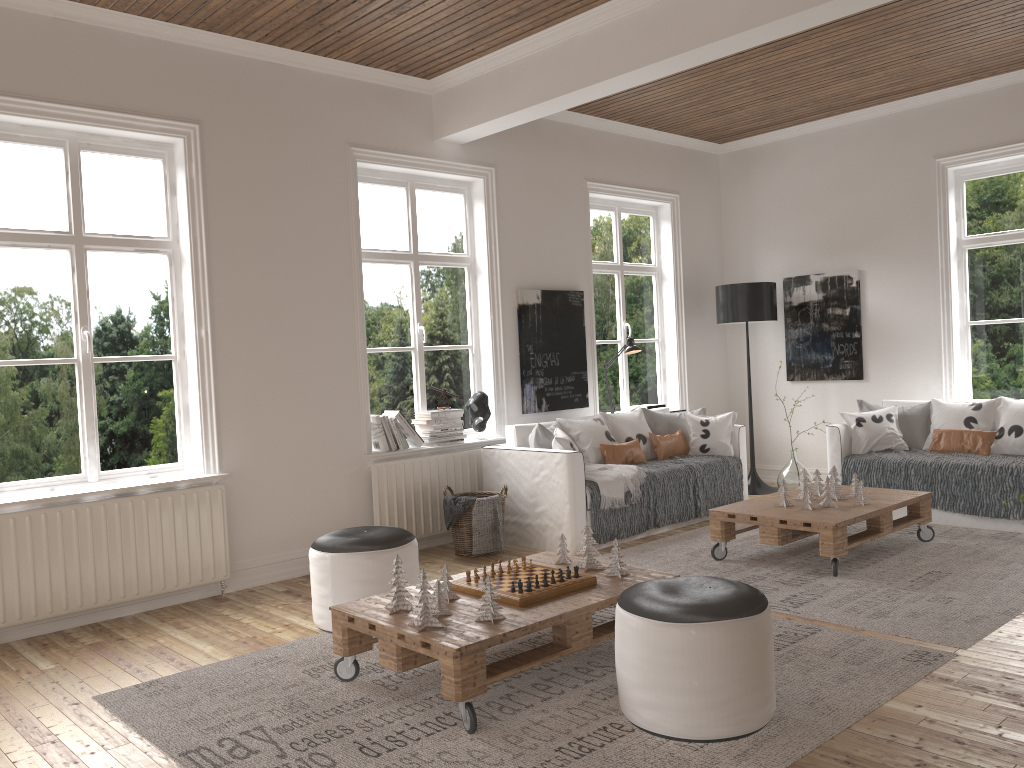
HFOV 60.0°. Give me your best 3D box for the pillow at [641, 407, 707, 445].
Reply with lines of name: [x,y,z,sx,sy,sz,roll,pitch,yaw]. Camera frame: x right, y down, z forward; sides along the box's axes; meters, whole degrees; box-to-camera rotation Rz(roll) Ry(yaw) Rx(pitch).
pillow: [1.252,0.386,6.850,0.546,0.437,0.292,-3,2,-9]

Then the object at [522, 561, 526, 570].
object: [0.051,0.764,3.740,0.017,0.037,0.017,-3,2,-23]

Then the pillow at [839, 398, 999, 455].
pillow: [2.866,0.322,6.266,1.020,0.414,0.417,-2,2,30]

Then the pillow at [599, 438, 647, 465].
pillow: [0.795,0.510,6.284,0.414,0.220,0.116,-4,2,-41]

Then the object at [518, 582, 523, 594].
object: [0.032,0.773,3.368,0.019,0.040,0.019,-1,2,44]

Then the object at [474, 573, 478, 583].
object: [-0.144,0.779,3.563,0.017,0.037,0.017,-3,2,-23]

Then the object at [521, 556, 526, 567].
object: [0.050,0.761,3.802,0.019,0.040,0.019,-3,2,-9]

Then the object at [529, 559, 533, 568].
object: [0.080,0.762,3.769,0.017,0.037,0.017,-3,2,-23]

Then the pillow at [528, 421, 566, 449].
pillow: [0.263,0.456,5.989,0.282,0.431,0.541,-2,2,21]

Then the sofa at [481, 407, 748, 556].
sofa: [0.795,0.616,6.379,1.960,0.776,0.866,-4,2,-42]

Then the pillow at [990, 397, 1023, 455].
pillow: [3.478,0.304,5.559,0.403,0.450,1.081,-3,2,-18]

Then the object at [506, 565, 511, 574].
object: [-0.015,0.769,3.683,0.017,0.037,0.017,-3,2,-23]

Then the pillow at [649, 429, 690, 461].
pillow: [1.183,0.458,6.606,0.414,0.235,0.117,-4,2,-43]

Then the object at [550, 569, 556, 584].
object: [0.161,0.756,3.488,0.025,0.055,0.025,-3,2,-10]

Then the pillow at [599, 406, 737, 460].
pillow: [1.166,0.385,6.668,1.081,0.450,0.403,-3,2,-18]

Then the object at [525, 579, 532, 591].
object: [0.063,0.769,3.400,0.026,0.044,0.026,-3,2,3]

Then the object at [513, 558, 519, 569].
object: [0.017,0.761,3.773,0.026,0.044,0.026,-3,2,3]

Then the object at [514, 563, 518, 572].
object: [0.018,0.767,3.711,0.017,0.037,0.017,-3,2,-23]

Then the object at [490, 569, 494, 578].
object: [-0.081,0.774,3.624,0.017,0.037,0.017,-3,2,-23]

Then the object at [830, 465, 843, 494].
object: [1.980,0.585,5.439,0.090,0.176,0.090,-3,2,10]

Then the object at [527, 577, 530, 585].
object: [0.065,0.771,3.464,0.017,0.037,0.017,-3,2,-23]

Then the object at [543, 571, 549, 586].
object: [0.130,0.757,3.459,0.025,0.058,0.025,-3,2,3]

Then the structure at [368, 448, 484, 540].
structure: [-0.426,0.869,5.967,1.223,0.829,0.095,-4,2,-42]

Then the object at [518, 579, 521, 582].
object: [0.031,0.773,3.433,0.017,0.037,0.017,-3,2,-23]

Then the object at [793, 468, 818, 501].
object: [1.744,0.592,5.287,0.112,0.193,0.106,-3,2,-15]

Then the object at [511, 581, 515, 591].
object: [0.004,0.775,3.405,0.017,0.037,0.017,-2,2,28]

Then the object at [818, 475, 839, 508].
object: [1.788,0.605,5.026,0.097,0.178,0.103,-2,2,10]

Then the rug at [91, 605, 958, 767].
rug: [0.050,1.124,3.417,2.474,0.003,2.254,-4,2,-42]

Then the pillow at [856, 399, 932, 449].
pillow: [2.798,0.319,6.464,0.541,0.431,0.282,-2,2,21]

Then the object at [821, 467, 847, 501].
object: [1.905,0.584,5.242,0.113,0.195,0.107,-4,2,-36]

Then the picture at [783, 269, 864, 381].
picture: [2.641,-0.484,7.553,0.041,0.908,0.680,-4,2,-42]

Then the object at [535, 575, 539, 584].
object: [0.098,0.769,3.490,0.017,0.037,0.017,-3,2,-23]

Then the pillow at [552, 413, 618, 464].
pillow: [0.461,0.445,6.057,0.417,0.414,1.020,-2,2,30]

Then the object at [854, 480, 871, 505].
object: [1.986,0.613,5.037,0.073,0.142,0.072,-4,2,-35]

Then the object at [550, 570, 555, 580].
object: [0.161,0.764,3.549,0.017,0.037,0.017,-3,2,-23]

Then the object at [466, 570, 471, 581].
object: [-0.177,0.778,3.596,0.019,0.040,0.019,-1,2,44]

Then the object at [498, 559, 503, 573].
object: [-0.049,0.761,3.715,0.025,0.055,0.025,-3,2,-10]

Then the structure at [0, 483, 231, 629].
structure: [-2.025,0.989,4.501,1.223,0.829,0.095,-4,2,-42]

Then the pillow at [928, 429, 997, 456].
pillow: [3.038,0.399,5.994,0.127,0.179,0.420,-4,2,-41]

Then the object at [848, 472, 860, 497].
object: [2.055,0.599,5.304,0.075,0.147,0.075,-3,2,-11]

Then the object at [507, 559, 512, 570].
object: [-0.011,0.762,3.746,0.022,0.047,0.022,-3,2,-10]

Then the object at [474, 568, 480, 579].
object: [-0.145,0.774,3.626,0.026,0.044,0.026,-3,2,3]

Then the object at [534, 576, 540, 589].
object: [0.096,0.765,3.429,0.022,0.047,0.022,-2,2,15]

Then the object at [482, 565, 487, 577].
object: [-0.112,0.769,3.655,0.022,0.047,0.022,-3,2,-10]

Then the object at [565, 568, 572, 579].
object: [0.225,0.757,3.549,0.026,0.044,0.026,-3,2,3]

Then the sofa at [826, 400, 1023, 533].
sofa: [3.221,0.510,5.948,0.866,0.776,1.960,-4,2,-42]

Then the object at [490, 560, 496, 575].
object: [-0.080,0.761,3.684,0.025,0.058,0.025,-3,2,3]

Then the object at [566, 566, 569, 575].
object: [0.228,0.759,3.609,0.017,0.037,0.017,-3,2,-23]

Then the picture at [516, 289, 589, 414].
picture: [0.315,-0.252,6.699,0.680,0.908,0.041,-4,2,-42]

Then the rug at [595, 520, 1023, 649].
rug: [1.926,0.984,5.138,2.474,0.003,2.254,-4,2,-42]

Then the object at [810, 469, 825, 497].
object: [1.867,0.597,5.411,0.090,0.164,0.095,-4,2,-36]

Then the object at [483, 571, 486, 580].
object: [-0.111,0.776,3.595,0.017,0.037,0.017,-3,2,-23]

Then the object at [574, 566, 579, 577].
object: [0.260,0.756,3.578,0.019,0.040,0.019,-3,2,-9]

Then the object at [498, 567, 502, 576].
object: [-0.050,0.772,3.653,0.017,0.037,0.017,-3,2,-23]

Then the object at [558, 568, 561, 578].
object: [0.193,0.761,3.579,0.017,0.037,0.017,-3,2,-23]

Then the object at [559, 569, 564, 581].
object: [0.195,0.758,3.520,0.022,0.047,0.022,-3,2,-10]
